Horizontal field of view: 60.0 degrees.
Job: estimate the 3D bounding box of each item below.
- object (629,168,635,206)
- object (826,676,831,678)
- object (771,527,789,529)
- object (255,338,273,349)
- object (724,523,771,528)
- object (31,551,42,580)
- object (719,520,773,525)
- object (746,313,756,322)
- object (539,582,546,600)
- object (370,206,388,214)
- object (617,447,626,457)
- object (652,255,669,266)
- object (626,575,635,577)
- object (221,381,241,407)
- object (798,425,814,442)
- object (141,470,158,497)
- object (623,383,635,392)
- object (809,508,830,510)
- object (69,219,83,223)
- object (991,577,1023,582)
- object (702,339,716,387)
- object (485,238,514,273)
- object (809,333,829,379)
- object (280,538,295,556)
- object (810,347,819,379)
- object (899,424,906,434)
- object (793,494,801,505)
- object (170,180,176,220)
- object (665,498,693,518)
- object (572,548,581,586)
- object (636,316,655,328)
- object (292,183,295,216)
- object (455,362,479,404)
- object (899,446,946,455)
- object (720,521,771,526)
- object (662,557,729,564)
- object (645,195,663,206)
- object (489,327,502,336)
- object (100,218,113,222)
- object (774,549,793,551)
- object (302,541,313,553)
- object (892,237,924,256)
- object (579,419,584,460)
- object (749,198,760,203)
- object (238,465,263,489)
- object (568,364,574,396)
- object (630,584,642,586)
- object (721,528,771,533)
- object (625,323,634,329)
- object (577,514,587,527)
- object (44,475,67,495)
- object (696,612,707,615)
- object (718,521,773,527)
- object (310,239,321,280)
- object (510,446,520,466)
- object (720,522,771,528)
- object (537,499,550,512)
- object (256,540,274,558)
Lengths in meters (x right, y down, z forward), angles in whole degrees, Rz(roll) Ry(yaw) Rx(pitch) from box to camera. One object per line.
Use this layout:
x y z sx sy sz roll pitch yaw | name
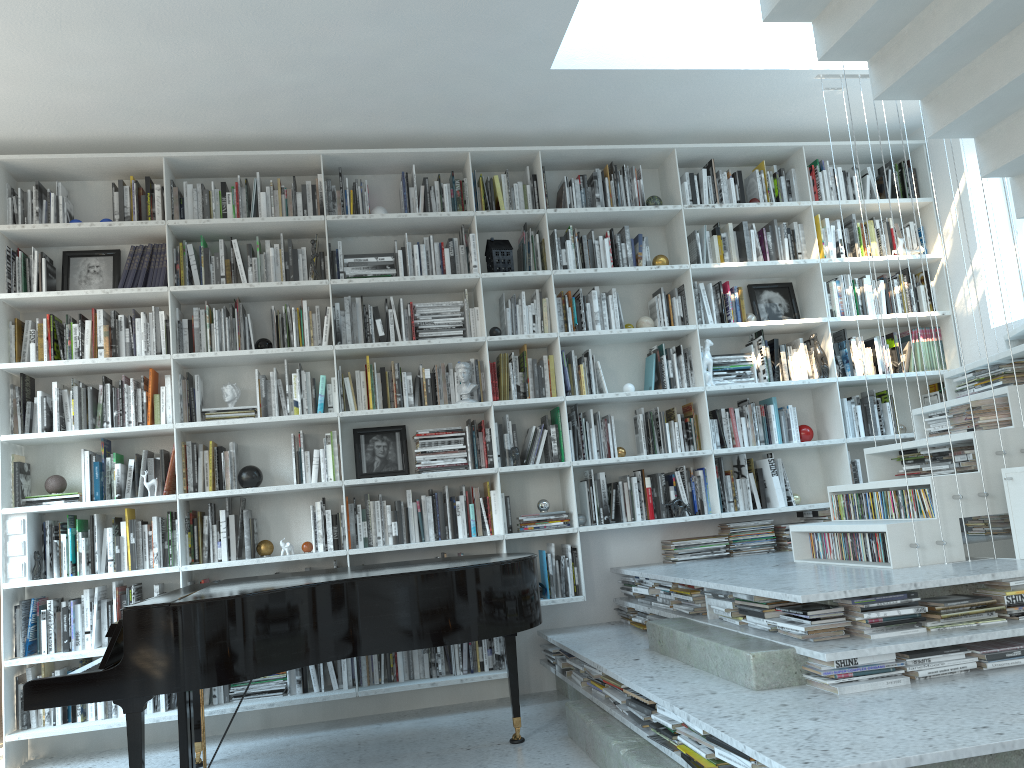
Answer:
0.726 -1.166 5.486 0.006 0.297 0.129 -4 -8 -11 | object
1.144 0.970 2.995 0.204 0.004 0.140 -4 -9 -8 | object
1.758 0.857 5.363 0.327 0.008 0.208 -4 -9 -11 | object
-1.378 -0.207 4.924 0.097 0.098 0.097 -12 -10 38 | object
1.393 0.848 5.298 0.254 0.005 0.161 -4 -9 -11 | object
-2.397 0.915 4.470 0.045 0.146 0.045 -9 -9 28 | object
1.393 0.825 5.290 0.285 0.005 0.160 -5 -8 -6 | object
1.457 -0.391 5.457 0.091 0.092 0.091 -12 -10 38 | object
0.142 1.144 4.906 0.094 0.094 0.094 -12 -10 38 | object
-0.770 -0.978 5.146 0.105 0.106 0.105 0 -10 -33 | object
0.633 0.406 5.207 0.071 0.072 0.071 -12 -10 38 | object
0.897 -0.730 5.355 0.100 0.101 0.100 0 -10 -33 | object
0.753 1.086 5.080 0.131 0.024 0.291 -4 -9 -9 | object
-1.551 0.062 4.894 0.095 0.156 0.121 -6 -8 3 | object
1.780 0.307 5.411 0.115 0.116 0.115 0 -10 -33 | object
-1.881 0.518 4.602 0.081 0.140 0.044 -1 -9 -27 | object
0.690 0.031 5.238 0.071 0.072 0.071 -12 -10 38 | object
1.910 0.749 5.360 0.130 0.015 0.210 -4 -9 -12 | object
-2.384 -0.859 4.854 0.082 0.083 0.082 0 -10 -33 | object
1.871 0.696 3.275 0.284 0.030 0.177 -4 -9 -11 | object
1.152 -0.120 5.227 0.087 0.287 0.075 -9 -9 24 | object
-0.073 -0.736 5.200 0.135 0.248 0.136 -2 -8 -20 | object
1.867 -0.164 5.379 0.087 0.287 0.075 -9 -9 24 | object
-1.206 0.870 4.752 0.060 0.094 0.078 -6 -8 6 | object
1.848 -0.107 5.509 0.022 0.211 0.179 -4 -8 -11 | object
2.422 0.287 5.532 0.071 0.072 0.071 -12 -10 38 | object
1.710 0.699 5.362 0.071 0.072 0.071 -12 -10 38 | object
-1.897 -0.986 4.998 0.012 0.284 0.160 -4 -8 -11 | object
0.953 0.705 5.060 0.160 0.113 0.065 -2 -9 -23 | object
0.362 1.053 4.994 0.011 0.260 0.142 -4 -8 -11 | object
0.806 -0.353 5.365 0.111 0.112 0.112 0 -10 -33 | object
-1.253 -1.010 5.113 0.010 0.246 0.157 -4 -8 -11 | object
-0.265 -0.001 4.988 0.137 0.243 0.138 3 -11 -45 | object
2.064 0.334 4.459 0.161 0.025 0.175 -4 -8 -7 | object
1.392 0.832 5.298 0.254 0.005 0.161 -4 -9 -10 | object
1.080 1.029 5.202 0.345 0.007 0.194 -3 -9 -16 | object
0.864 -1.094 5.398 0.104 0.105 0.104 -12 -10 38 | object
-0.096 -0.293 5.099 0.071 0.072 0.071 -12 -10 38 | object
-2.230 -0.869 4.883 0.082 0.083 0.082 0 -10 -33 | object
1.772 0.985 5.345 0.327 0.008 0.208 -4 -9 -11 | object
-1.106 0.882 4.792 0.061 0.062 0.061 -12 -10 38 | object
2.494 -0.860 5.610 0.203 0.136 0.095 -6 -8 5 | object
0.390 0.330 5.211 0.007 0.265 0.135 -4 -8 -11 | object
1.508 -1.120 5.515 0.071 0.072 0.071 -12 -10 38 | object
-1.424 0.510 4.826 0.134 0.135 0.134 -12 -10 38 | object
0.335 -0.004 5.235 0.013 0.208 0.140 -4 -8 -11 | object
0.753 1.138 5.072 0.135 0.011 0.222 -4 -8 -7 | object
1.392 0.875 5.294 0.254 0.005 0.161 -4 -9 -11 | object
0.699 -0.329 5.318 0.068 0.068 0.068 0 -10 -33 | object
0.393 0.783 5.102 0.071 0.072 0.071 -12 -10 38 | object
-2.393 0.530 4.652 0.105 0.106 0.105 0 -10 -33 | object
0.906 1.072 4.201 0.145 0.010 0.267 -3 -9 -15 | object
1.392 0.838 5.300 0.285 0.005 0.160 -4 -9 -11 | object
-1.093 -0.682 4.943 0.075 0.254 0.075 -1 -9 -32 | object
0.019 0.404 4.951 0.054 0.113 0.079 -4 -8 -12 | object
1.392 0.843 5.299 0.254 0.005 0.161 -4 -9 -11 | object
0.177 0.685 4.997 0.071 0.072 0.071 -12 -10 38 | object
-1.335 0.889 4.794 0.091 0.092 0.091 0 -10 -33 | object
